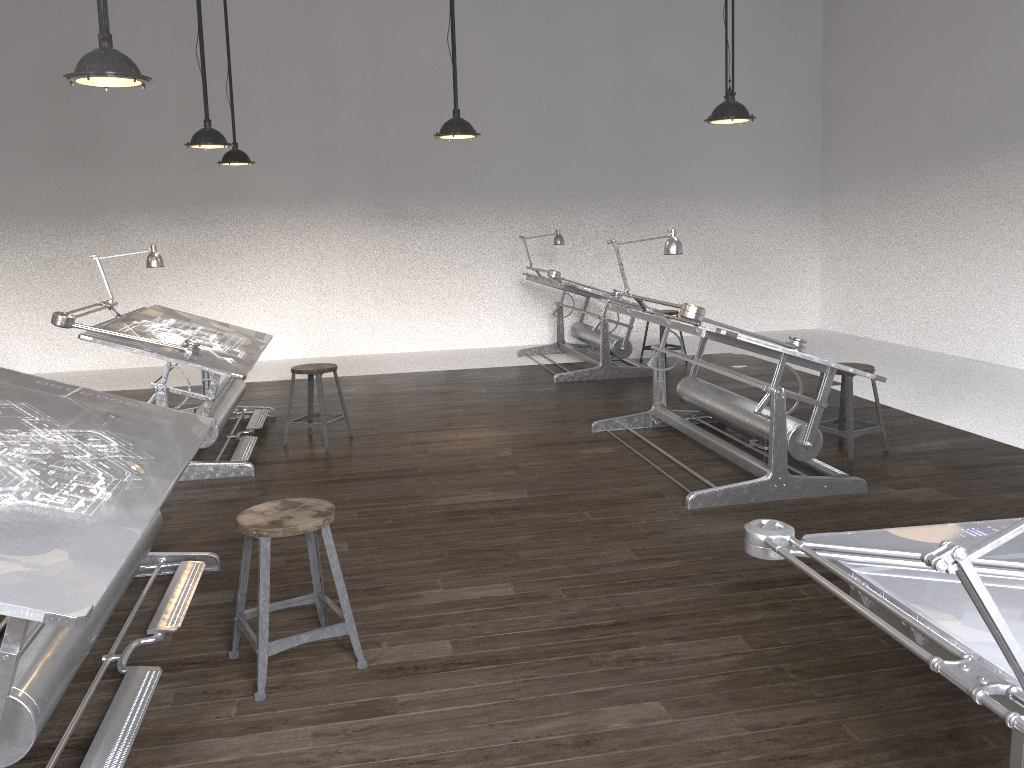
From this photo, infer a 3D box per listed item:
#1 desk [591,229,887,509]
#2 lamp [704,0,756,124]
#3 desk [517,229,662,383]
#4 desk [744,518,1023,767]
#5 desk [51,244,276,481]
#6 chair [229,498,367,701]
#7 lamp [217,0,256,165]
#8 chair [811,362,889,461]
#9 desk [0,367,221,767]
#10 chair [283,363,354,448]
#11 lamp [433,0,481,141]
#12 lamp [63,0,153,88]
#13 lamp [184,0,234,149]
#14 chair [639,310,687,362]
[{"bbox_3d":[1.131,-0.231,5.255,1.077,1.377,2.083,-3,9,-10],"label":"desk"},{"bbox_3d":[1.292,-2.709,5.258,0.313,2.238,0.312,-6,8,-31],"label":"lamp"},{"bbox_3d":[0.642,-0.867,8.924,1.077,1.377,2.083,-3,9,-10],"label":"desk"},{"bbox_3d":[1.026,0.583,1.254,1.172,1.181,1.277,-3,9,-10],"label":"desk"},{"bbox_3d":[-2.243,-0.247,5.955,1.077,1.377,2.083,-3,9,-10],"label":"desk"},{"bbox_3d":[-0.732,0.681,2.935,0.373,0.524,0.360,-7,10,-32],"label":"chair"},{"bbox_3d":[-2.348,-2.952,7.285,0.313,2.238,0.312,-6,8,-31],"label":"lamp"},{"bbox_3d":[2.039,0.154,5.401,0.373,0.524,0.360,-7,10,-32],"label":"chair"},{"bbox_3d":[-1.615,0.314,2.685,1.077,1.377,2.296,-3,9,-10],"label":"desk"},{"bbox_3d":[-1.345,0.141,6.086,0.358,0.524,0.374,1,9,18],"label":"chair"},{"bbox_3d":[-0.394,-2.720,5.660,0.313,2.251,0.313,0,7,14],"label":"lamp"},{"bbox_3d":[-1.569,-2.257,3.229,0.312,2.238,0.313,-1,7,10],"label":"lamp"},{"bbox_3d":[-2.056,-2.692,5.769,0.313,2.238,0.313,0,7,14],"label":"lamp"},{"bbox_3d":[1.550,-0.483,9.074,0.373,0.524,0.360,-7,10,-32],"label":"chair"}]
